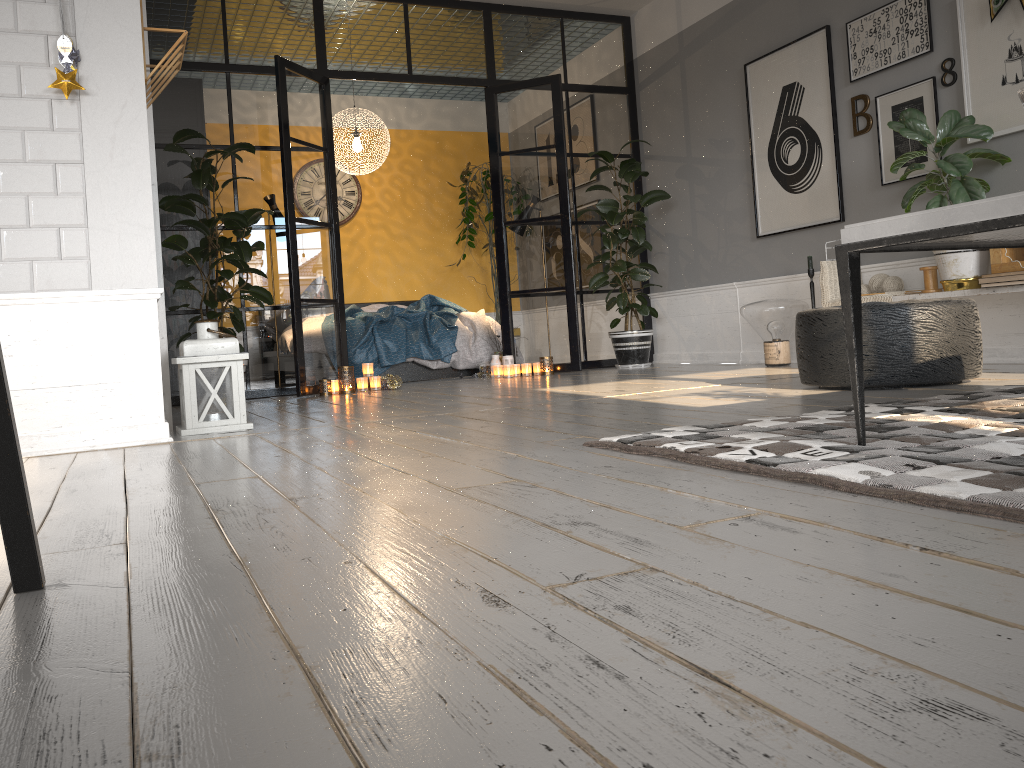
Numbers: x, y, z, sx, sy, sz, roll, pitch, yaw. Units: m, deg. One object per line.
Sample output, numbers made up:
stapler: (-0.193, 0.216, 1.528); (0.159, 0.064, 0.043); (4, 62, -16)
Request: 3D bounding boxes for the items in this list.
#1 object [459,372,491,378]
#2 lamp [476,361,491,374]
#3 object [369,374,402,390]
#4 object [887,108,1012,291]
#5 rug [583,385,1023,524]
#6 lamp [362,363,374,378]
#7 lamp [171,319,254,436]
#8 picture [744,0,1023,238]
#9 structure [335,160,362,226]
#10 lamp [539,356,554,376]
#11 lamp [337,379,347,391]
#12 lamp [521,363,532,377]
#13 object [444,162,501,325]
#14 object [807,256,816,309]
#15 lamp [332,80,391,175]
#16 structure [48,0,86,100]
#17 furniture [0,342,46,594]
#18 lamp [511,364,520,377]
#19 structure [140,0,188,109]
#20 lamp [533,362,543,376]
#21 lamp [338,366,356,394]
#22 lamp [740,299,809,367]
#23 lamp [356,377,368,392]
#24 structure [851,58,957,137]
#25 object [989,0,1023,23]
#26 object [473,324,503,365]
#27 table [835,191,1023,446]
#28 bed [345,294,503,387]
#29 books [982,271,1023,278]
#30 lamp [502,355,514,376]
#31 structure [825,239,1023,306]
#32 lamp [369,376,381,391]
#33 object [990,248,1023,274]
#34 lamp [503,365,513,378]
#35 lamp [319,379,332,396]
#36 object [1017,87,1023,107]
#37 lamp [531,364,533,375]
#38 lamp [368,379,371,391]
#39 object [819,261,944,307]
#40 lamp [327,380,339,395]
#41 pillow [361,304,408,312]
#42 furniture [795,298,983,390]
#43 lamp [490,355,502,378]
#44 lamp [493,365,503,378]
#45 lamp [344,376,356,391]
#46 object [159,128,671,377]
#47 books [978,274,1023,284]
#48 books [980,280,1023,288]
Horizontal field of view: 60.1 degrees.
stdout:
object: (-0.302, -0.069, 7.159); (0.325, 0.053, 0.087); (-2, 3, 30)
lamp: (-0.220, -0.119, 7.200); (0.095, 0.131, 0.108); (-4, 1, 37)
object: (-0.978, -0.014, 6.458); (0.192, 0.118, 0.716); (-5, 3, -35)
object: (2.259, -0.960, 4.538); (0.547, 0.964, 0.509); (-4, 0, -38)
rug: (1.702, 0.068, 2.153); (2.531, 0.034, 1.768); (-5, 3, -24)
lamp: (-1.014, -0.097, 6.229); (0.080, 0.098, 0.081); (-4, 1, 17)
lamp: (-1.296, -0.040, 3.803); (0.287, 0.478, 0.286); (-4, 0, -25)
picture: (-0.050, -1.592, 5.255); (4.046, 1.795, 7.287); (-5, 3, -24)
structure: (-1.911, -1.976, 9.164); (0.728, 0.725, 0.070); (-4, -1, -24)
lamp: (0.265, -0.137, 6.750); (0.107, 0.141, 0.108); (-4, 1, 30)
lamp: (-1.194, 0.016, 6.196); (0.080, 0.098, 0.081); (-4, 1, 17)
lamp: (0.113, -0.108, 6.810); (0.080, 0.098, 0.081); (-4, 1, 17)
object: (-0.150, -1.293, 9.457); (1.347, 2.205, 1.246); (-4, 0, -37)
object: (1.976, -0.476, 5.570); (0.092, 0.701, 0.279); (-4, 0, -31)
lamp: (-1.451, -2.481, 8.187); (0.615, 1.096, 0.617); (-4, 0, 17)
structure: (-1.661, -1.270, 3.282); (0.134, 0.448, 0.078); (-4, -1, -36)
furniture: (-0.576, 0.102, 0.445); (0.466, 0.455, 1.668); (-5, 3, -24)
lamp: (0.027, -0.103, 6.825); (0.080, 0.098, 0.081); (-4, 1, 17)
structure: (-1.491, -1.577, 3.730); (0.185, 0.776, 0.494); (-4, 0, -24)
lamp: (0.202, -0.115, 6.826); (0.080, 0.098, 0.081); (-4, 1, 17)
lamp: (-1.143, -0.027, 6.104); (0.115, 0.187, 0.114); (-4, 0, -25)
lamp: (1.728, -0.338, 5.800); (0.432, 0.438, 0.432); (-4, 1, -2)
lamp: (-1.050, 0.005, 6.215); (0.080, 0.098, 0.081); (-4, 1, 17)
structure: (2.238, -1.637, 5.079); (0.024, 0.263, 0.738); (-4, 2, -24)
object: (2.584, -1.929, 4.181); (0.057, 0.339, 0.913); (-4, 2, -24)
object: (-0.076, -0.328, 7.265); (0.437, 0.522, 0.279); (-4, 0, 17)
table: (1.543, -0.149, 1.921); (1.458, 0.511, 0.731); (-5, 2, -24)
bed: (-1.188, -0.429, 8.143); (1.901, 0.770, 2.320); (-5, 3, -23)
books: (2.491, -0.535, 4.235); (0.229, 0.017, 0.379); (-6, 3, -26)
lamp: (-0.026, -0.138, 6.921); (0.092, 0.166, 0.089); (-4, 0, 33)
structure: (2.561, -0.664, 4.118); (0.308, 0.486, 2.773); (-4, 3, -24)
lamp: (-0.964, -0.003, 6.245); (0.080, 0.098, 0.081); (-4, 1, 17)
object: (2.524, -0.690, 4.124); (0.239, 0.440, 0.545); (-4, 1, -24)
lamp: (-0.027, -0.095, 6.753); (0.080, 0.098, 0.081); (-4, 1, 17)
lamp: (-1.271, 0.026, 6.030); (0.084, 0.110, 0.084); (-3, 1, 42)
object: (1.064, -0.473, 1.709); (0.082, 0.227, 0.167); (-4, 1, -12)
lamp: (0.128, -0.111, 6.908); (0.063, 0.091, 0.063); (-4, 1, -42)
lamp: (-1.035, 0.008, 6.332); (0.069, 0.080, 0.069); (-4, 1, -16)
object: (2.136, -0.590, 5.032); (0.329, 0.306, 0.784); (-5, 3, -23)
lamp: (-1.235, 0.023, 6.114); (0.080, 0.098, 0.081); (-4, 1, 17)
pillow: (-1.257, -0.674, 8.596); (0.484, 0.227, 0.595); (-3, 3, 25)
furniture: (1.605, -0.179, 3.801); (0.737, 0.357, 0.734); (-6, 3, -37)
lamp: (-0.125, -0.140, 6.987); (0.092, 0.180, 0.092); (-4, 0, -3)
lamp: (-0.105, -0.096, 6.861); (0.080, 0.098, 0.081); (-4, 1, 31)
lamp: (-1.174, -0.001, 6.413); (0.081, 0.106, 0.080); (-4, 1, -24)
object: (-0.485, -0.890, 6.345); (3.903, 1.796, 1.009); (-5, 1, -24)
books: (2.485, -0.511, 4.228); (0.260, 0.029, 0.384); (-5, 3, -23)
books: (2.496, -0.487, 4.218); (0.297, 0.021, 0.367); (-6, 4, -29)
